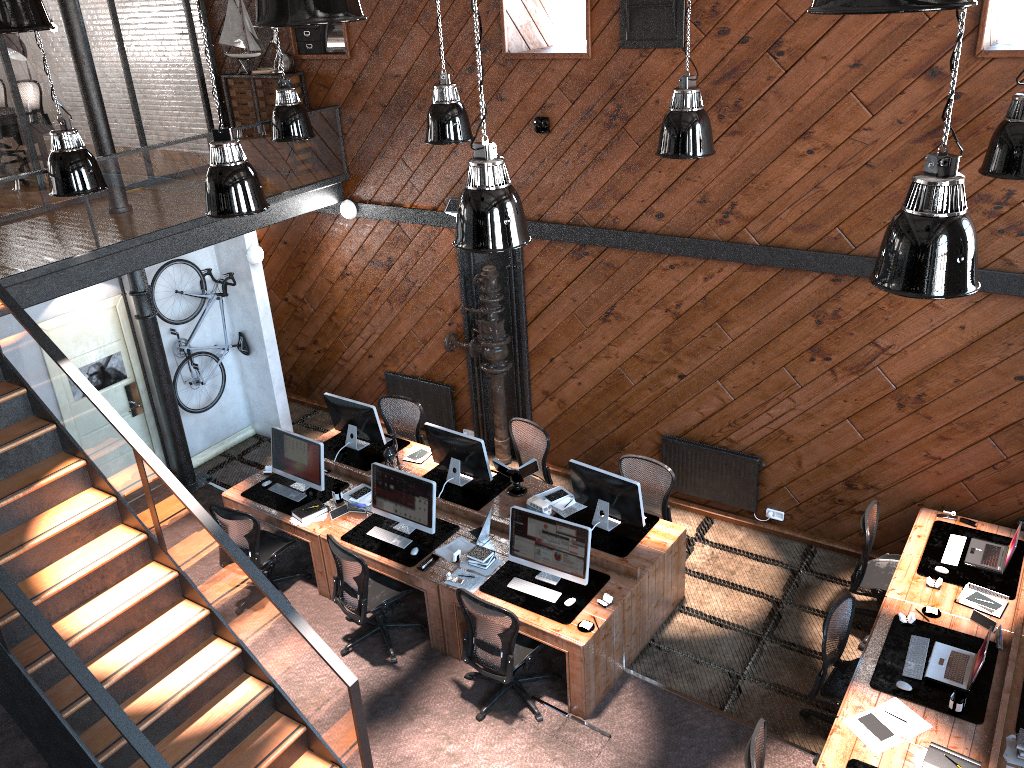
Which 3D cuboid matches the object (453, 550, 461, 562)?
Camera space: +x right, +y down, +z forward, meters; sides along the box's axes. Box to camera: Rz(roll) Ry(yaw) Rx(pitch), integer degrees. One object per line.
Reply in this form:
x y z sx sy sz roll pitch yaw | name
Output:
-0.460 1.440 7.409 0.034 0.102 0.076 13 30 32 | object

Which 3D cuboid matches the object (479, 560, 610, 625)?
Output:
0.264 1.592 7.093 0.848 0.008 0.687 13 30 32 | object

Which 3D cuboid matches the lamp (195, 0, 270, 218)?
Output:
-1.997 -2.292 5.727 0.445 2.372 0.445 -5 25 -3 | lamp

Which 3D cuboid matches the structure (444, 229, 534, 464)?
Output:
-0.250 -0.369 9.908 1.003 2.745 0.500 16 32 36 | structure

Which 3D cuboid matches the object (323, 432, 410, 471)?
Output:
-1.596 0.663 9.329 0.848 0.008 0.687 13 30 32 | object

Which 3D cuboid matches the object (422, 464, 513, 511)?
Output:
-0.482 0.957 8.547 0.848 0.008 0.687 13 30 32 | object

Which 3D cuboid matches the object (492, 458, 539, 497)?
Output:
0.037 0.837 8.281 0.417 0.380 0.304 -1 25 7 | object

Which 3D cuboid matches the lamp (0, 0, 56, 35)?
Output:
-2.720 -2.166 4.647 0.445 0.605 0.445 11 29 29 | lamp

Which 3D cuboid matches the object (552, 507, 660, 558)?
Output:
0.775 1.227 7.796 0.848 0.008 0.687 13 30 32 | object

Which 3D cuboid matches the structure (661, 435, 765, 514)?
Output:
1.991 0.910 8.877 1.064 0.628 0.073 13 30 31 | structure

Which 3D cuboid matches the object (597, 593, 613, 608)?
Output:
0.714 1.662 6.813 0.106 0.063 0.082 -22 31 -34 | object

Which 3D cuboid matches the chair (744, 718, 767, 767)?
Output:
1.663 2.580 5.289 0.792 1.085 0.770 -2 25 3 | chair

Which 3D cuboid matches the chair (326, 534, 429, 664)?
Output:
-1.196 1.701 7.560 0.770 1.085 0.792 12 29 30 | chair

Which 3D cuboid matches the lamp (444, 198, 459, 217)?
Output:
-0.507 -1.836 9.181 0.328 0.260 0.262 12 30 31 | lamp

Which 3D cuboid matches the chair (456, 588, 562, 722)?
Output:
-0.061 1.957 6.857 0.770 1.085 0.792 7 27 21 | chair

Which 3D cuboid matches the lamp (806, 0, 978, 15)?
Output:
1.053 -1.338 2.387 0.445 0.605 0.445 11 29 29 | lamp

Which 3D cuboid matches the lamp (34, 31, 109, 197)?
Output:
-3.576 -2.639 6.685 0.445 2.372 0.445 11 29 29 | lamp

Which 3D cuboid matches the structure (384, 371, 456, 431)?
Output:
-1.099 0.223 10.771 1.064 0.628 0.073 13 30 31 | structure

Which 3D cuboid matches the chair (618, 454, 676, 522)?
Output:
1.158 1.267 8.154 0.770 1.085 0.792 7 27 21 | chair

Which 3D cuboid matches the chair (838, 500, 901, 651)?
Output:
3.129 1.542 7.292 0.792 1.085 0.770 2 26 12 | chair

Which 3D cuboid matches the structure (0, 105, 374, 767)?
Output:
-3.637 1.125 6.490 5.793 4.603 10.620 13 30 31 | structure

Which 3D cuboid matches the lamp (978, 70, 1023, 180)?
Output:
3.153 -2.421 5.157 0.445 2.372 0.445 11 29 29 | lamp

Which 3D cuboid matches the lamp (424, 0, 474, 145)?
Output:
-0.628 -3.249 7.419 0.445 2.372 0.445 -12 26 -16 | lamp

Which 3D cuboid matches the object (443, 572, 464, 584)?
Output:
-0.474 1.565 7.185 0.159 0.064 0.054 6 27 20 | object

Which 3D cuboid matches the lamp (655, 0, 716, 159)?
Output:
1.254 -2.832 6.271 0.445 2.372 0.445 -25 33 -38 | lamp

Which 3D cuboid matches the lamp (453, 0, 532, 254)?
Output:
-0.184 -1.890 4.616 0.445 2.372 0.445 -19 29 -30 | lamp

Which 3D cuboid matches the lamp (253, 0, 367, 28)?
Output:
-0.839 -1.747 3.494 0.445 0.605 0.445 11 29 29 | lamp

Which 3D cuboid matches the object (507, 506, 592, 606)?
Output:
0.311 1.301 7.061 0.714 0.573 0.610 12 29 30 | object

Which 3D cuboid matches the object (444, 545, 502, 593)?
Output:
-0.321 1.494 7.273 0.319 0.098 0.478 12 29 29 | object

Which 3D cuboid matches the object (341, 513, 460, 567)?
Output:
-0.989 1.318 7.851 0.848 0.008 0.687 13 30 32 | object

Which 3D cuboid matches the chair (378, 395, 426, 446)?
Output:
-1.253 0.728 9.638 0.770 1.085 0.792 2 26 12 | chair

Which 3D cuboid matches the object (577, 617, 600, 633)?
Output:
0.561 1.793 6.598 0.154 0.026 0.158 -7 25 -8 | object

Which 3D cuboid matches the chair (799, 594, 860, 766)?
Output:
2.464 2.082 6.236 0.792 1.085 0.770 7 27 21 | chair

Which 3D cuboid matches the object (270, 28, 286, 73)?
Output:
-2.570 -3.637 9.625 0.144 0.487 0.145 17 32 37 | object

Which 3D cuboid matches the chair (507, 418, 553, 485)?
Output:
0.072 0.961 8.958 0.770 1.085 0.792 12 29 30 | chair

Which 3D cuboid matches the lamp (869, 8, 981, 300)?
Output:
1.759 -1.522 3.439 0.445 2.372 0.445 -7 25 -7 | lamp

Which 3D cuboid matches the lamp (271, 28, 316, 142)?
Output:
-2.279 -3.558 8.460 0.445 2.372 0.445 -5 25 -3 | lamp

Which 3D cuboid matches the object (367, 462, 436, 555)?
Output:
-0.970 1.076 7.722 0.654 0.576 0.735 -7 25 -7 | object

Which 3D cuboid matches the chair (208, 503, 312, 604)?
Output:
-2.374 1.474 8.209 0.770 1.085 0.792 2 26 12 | chair

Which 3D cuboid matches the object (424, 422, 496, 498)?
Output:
-0.484 0.675 8.511 0.642 0.578 0.772 -8 25 -8 | object

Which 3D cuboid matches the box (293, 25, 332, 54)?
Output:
-2.158 -3.885 9.668 0.374 0.519 0.299 13 30 31 | box

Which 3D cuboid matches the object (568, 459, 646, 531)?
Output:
0.839 0.982 7.672 0.663 0.578 0.811 -4 25 0 | object
